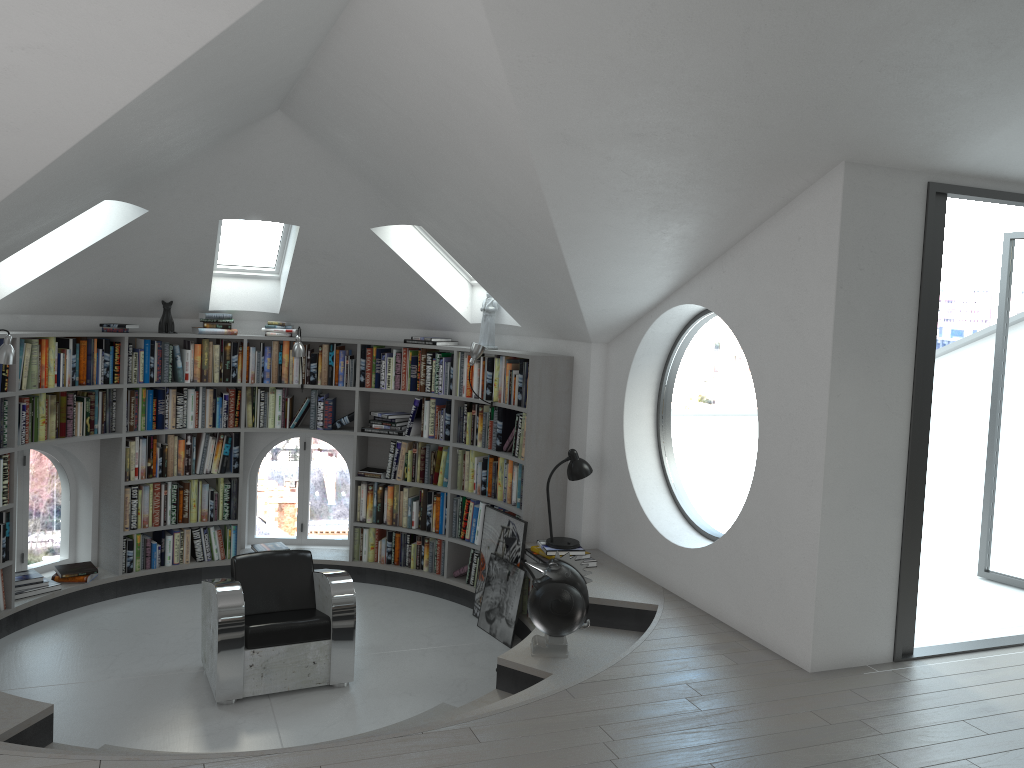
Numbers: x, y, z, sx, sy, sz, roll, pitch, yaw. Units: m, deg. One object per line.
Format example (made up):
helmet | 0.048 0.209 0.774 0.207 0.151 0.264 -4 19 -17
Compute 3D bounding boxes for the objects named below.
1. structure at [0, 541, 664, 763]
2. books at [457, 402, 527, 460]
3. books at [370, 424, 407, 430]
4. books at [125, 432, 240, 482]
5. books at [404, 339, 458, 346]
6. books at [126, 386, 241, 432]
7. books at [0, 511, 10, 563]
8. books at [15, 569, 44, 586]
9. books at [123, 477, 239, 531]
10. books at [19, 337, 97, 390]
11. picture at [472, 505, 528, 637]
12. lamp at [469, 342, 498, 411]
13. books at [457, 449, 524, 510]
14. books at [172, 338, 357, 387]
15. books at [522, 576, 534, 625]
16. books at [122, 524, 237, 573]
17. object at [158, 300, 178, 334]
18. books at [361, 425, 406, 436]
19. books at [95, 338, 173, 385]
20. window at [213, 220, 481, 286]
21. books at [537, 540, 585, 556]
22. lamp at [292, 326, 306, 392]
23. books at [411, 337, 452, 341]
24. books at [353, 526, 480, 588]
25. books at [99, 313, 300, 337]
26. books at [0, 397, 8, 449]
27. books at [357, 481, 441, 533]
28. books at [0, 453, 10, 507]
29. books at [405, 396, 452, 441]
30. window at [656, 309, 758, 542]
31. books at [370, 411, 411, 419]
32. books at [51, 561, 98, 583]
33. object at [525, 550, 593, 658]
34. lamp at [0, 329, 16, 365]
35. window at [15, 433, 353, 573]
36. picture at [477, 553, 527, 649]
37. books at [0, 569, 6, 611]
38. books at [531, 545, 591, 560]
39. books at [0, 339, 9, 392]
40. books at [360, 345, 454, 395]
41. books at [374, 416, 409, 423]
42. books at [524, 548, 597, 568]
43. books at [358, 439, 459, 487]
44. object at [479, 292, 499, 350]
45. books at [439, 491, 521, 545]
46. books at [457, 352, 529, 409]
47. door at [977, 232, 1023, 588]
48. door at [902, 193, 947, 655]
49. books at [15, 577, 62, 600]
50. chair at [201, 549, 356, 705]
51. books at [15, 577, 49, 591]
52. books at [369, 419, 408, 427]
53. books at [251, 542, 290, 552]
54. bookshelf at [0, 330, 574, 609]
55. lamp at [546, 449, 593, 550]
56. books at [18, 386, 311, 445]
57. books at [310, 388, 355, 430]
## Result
structure | -1.516 1.500 5.480 4.713 0.692 4.714 5 5 23
books | -0.055 0.344 6.885 0.279 0.357 1.054 0 5 -36
books | -1.033 0.357 7.603 0.286 0.031 0.269 4 5 13
books | -2.715 0.567 7.252 0.997 0.351 0.298 -1 5 -38
books | -0.679 -0.350 7.450 0.336 0.036 0.317 6 5 31
books | -2.721 0.186 7.266 1.028 0.358 0.301 -1 5 -36
books | -3.471 1.246 5.297 0.390 0.694 1.644 2 5 -12
books | -3.554 1.408 6.440 0.227 0.036 0.213 7 7 45
books | -2.723 0.953 7.282 1.031 0.357 0.293 -1 5 -37
books | -3.360 -0.163 6.381 0.269 0.372 0.793 4 5 22
picture | -0.096 1.390 6.618 0.090 0.862 0.579 1 4 -32
lamp | -0.202 -0.052 6.723 0.275 0.524 0.112 1 4 -31
books | -0.065 0.727 6.905 0.275 0.347 1.022 0 5 -37
books | -2.063 -0.190 7.476 1.565 0.366 0.394 1 4 -16
books | 0.282 1.572 5.951 0.272 0.298 1.149 2 5 -8
books | -2.752 1.315 7.287 1.019 0.306 0.288 -1 5 -37
object | -2.757 -0.537 7.114 0.147 0.264 0.202 1 4 -25
books | -1.035 0.389 7.605 0.388 0.042 0.366 4 5 18
books | -3.008 -0.183 6.965 0.682 0.345 0.265 -2 6 -45
window | -1.900 -1.160 6.626 4.054 0.712 1.936 1 5 -22
books | 0.330 1.108 6.007 0.269 0.031 0.286 2 5 -12
lamp | -1.761 -0.197 7.307 0.113 0.566 0.358 2 4 -15
books | -0.678 -0.378 7.449 0.248 0.027 0.233 7 6 41
books | -0.689 1.404 7.387 1.498 0.311 0.360 6 5 30
books | -2.889 -0.464 6.681 0.748 0.173 2.815 6 6 38
books | -3.507 0.293 5.529 0.303 0.347 1.090 2 5 -6
books | -0.911 1.016 7.522 0.872 0.350 0.272 4 4 20
books | -3.480 0.672 5.528 0.260 0.358 1.022 2 5 -5
books | -0.606 0.275 7.397 0.553 0.350 0.256 5 4 25
window | 1.323 0.243 5.494 0.104 1.468 1.473 2 4 -22
books | -1.029 0.263 7.598 0.269 0.031 0.286 -1 6 -42
books | -3.309 1.436 6.727 0.318 0.099 0.292 1 5 -20
object | 0.248 1.185 4.829 0.321 0.562 0.320 6 5 41
lamp | -3.113 -0.168 5.142 0.414 0.311 0.117 1 4 -25
window | -2.798 0.937 7.341 3.231 1.149 0.618 -1 5 -36
picture | -0.079 1.565 6.444 0.107 0.554 0.490 1 4 -31
books | -3.556 1.408 5.624 0.282 0.319 0.920 3 5 -3
books | 0.329 1.141 6.009 0.286 0.034 0.305 0 6 -32
books | -3.473 -0.091 5.493 0.300 0.361 1.035 2 5 -6
books | -0.837 -0.130 7.458 0.970 0.367 0.306 5 4 22
books | -1.030 0.295 7.600 0.227 0.036 0.214 5 5 28
books | 0.327 1.177 6.011 0.365 0.042 0.389 1 5 -22
books | -0.817 0.642 7.462 0.974 0.351 0.252 4 4 21
object | -0.189 -0.509 7.024 0.179 0.472 0.179 2 3 -13
books | -0.137 1.101 6.970 0.304 0.358 1.186 0 6 -41
books | -0.042 -0.040 6.875 0.292 0.361 1.016 0 5 -39
door | 3.594 0.199 5.624 0.080 2.343 1.053 1 4 -37
door | 1.892 0.170 4.972 0.080 2.343 1.053 2 4 -22
books | -3.558 1.474 6.443 0.388 0.042 0.366 6 6 35
chair | -1.490 1.485 5.604 0.823 0.718 0.742 1 4 -27
books | -3.556 1.440 6.442 0.286 0.031 0.269 7 7 45
books | -1.032 0.326 7.601 0.286 0.031 0.269 5 5 28
books | -2.087 1.420 7.654 0.268 0.029 0.253 0 6 -31
bookshelf | -1.986 0.605 6.718 4.331 1.877 2.113 1 4 -22
lamp | 0.382 0.767 5.996 0.322 0.659 0.234 2 3 -6
books | -2.771 0.212 6.996 2.529 0.370 0.592 -1 6 -41
books | -1.513 0.218 7.607 0.399 0.340 0.224 3 4 -2
